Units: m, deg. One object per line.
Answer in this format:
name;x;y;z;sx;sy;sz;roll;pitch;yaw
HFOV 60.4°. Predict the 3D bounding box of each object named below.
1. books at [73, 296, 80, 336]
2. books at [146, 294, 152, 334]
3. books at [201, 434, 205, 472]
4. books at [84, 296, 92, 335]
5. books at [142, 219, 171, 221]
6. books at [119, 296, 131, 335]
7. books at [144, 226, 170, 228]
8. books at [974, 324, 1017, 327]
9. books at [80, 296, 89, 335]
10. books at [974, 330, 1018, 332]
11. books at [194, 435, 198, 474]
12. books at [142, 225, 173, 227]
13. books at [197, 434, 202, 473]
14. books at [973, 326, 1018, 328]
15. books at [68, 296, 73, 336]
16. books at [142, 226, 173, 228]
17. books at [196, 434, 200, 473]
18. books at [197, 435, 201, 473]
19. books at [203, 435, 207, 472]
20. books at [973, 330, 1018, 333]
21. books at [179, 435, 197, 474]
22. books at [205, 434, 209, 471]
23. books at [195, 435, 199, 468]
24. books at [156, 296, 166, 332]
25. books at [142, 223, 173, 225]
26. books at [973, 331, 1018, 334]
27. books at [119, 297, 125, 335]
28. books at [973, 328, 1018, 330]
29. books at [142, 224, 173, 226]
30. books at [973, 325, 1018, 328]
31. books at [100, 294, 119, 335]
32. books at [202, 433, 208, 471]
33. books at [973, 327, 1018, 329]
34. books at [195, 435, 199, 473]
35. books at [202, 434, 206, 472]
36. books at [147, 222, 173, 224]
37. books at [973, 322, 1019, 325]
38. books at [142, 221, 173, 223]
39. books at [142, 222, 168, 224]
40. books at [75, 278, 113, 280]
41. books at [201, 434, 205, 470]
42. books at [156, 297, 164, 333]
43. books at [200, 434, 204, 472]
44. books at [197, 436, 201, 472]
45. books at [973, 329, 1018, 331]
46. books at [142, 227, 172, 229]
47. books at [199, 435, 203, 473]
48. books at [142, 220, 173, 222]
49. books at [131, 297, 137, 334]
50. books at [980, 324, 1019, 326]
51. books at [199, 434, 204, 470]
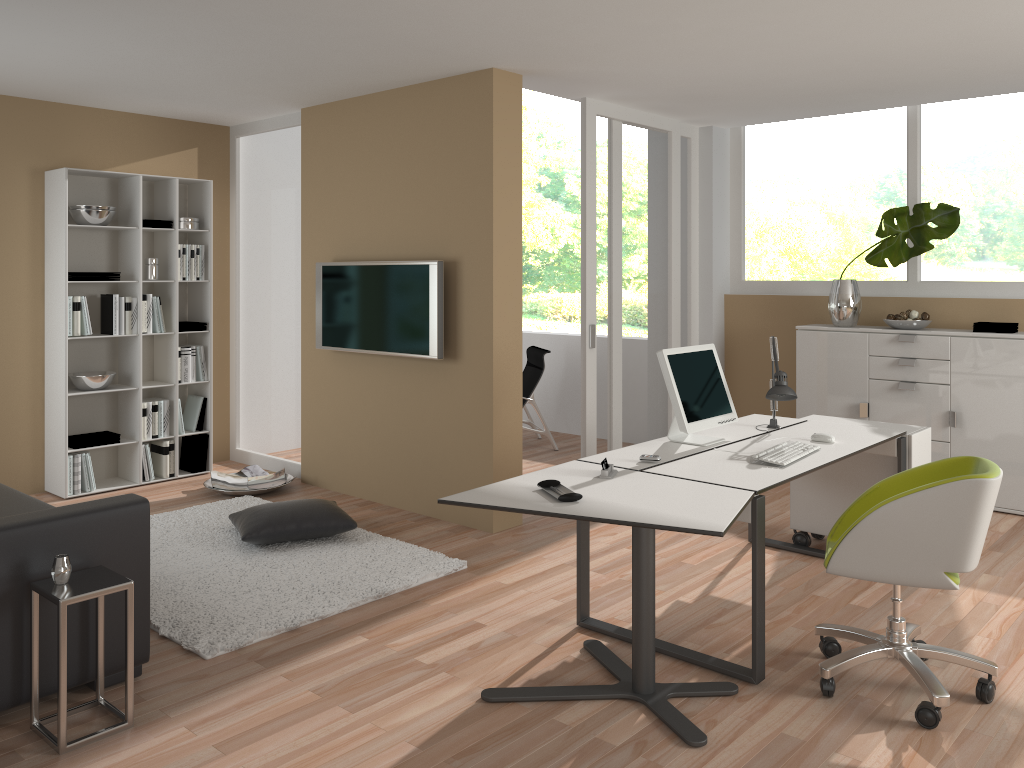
books;-2.916;-0.453;5.826;0.208;0.258;0.040;2;2;42
books;-2.601;-0.499;6.210;0.208;0.275;0.040;2;2;42
books;-2.329;0.497;6.489;0.214;0.270;0.032;2;2;42
books;-2.878;-0.461;5.889;0.208;0.257;0.058;3;2;42
books;-2.590;-1.158;6.255;0.298;0.006;0.211;5;9;36
books;-2.692;-0.475;6.082;0.208;0.258;0.040;2;2;42
books;-2.593;-1.109;6.258;0.298;0.006;0.211;5;9;36
books;3.062;-0.374;5.572;0.223;0.008;0.158;6;9;41
books;-2.886;-0.458;5.864;0.208;0.259;0.060;3;2;42
books;3.060;-0.341;5.571;0.223;0.006;0.158;6;9;41
books;-2.365;0.504;6.441;0.212;0.269;0.032;2;2;42
books;-2.595;-1.121;6.259;0.298;0.007;0.211;5;9;35
books;-2.344;0.499;6.466;0.219;0.274;0.032;2;2;42
books;3.060;-0.363;5.570;0.223;0.006;0.158;7;10;43
books;-2.952;-0.449;5.795;0.208;0.258;0.040;3;2;42
books;-2.593;-1.115;6.258;0.298;0.006;0.211;5;9;36
books;-2.354;0.501;6.453;0.217;0.272;0.032;2;2;42
books;-2.348;0.502;6.462;0.211;0.268;0.032;2;2;42
books;-2.318;0.497;6.495;0.211;0.268;0.032;2;2;42
books;3.060;-0.335;5.571;0.223;0.006;0.158;6;9;41
books;-2.370;0.505;6.438;0.211;0.268;0.032;2;2;42
books;-2.307;0.496;6.508;0.211;0.268;0.032;2;2;42
books;-2.365;0.501;6.448;0.214;0.270;0.032;2;2;42
books;-2.546;-0.499;6.284;0.208;0.257;0.058;3;2;42
books;-2.592;-1.131;6.257;0.298;0.006;0.211;5;9;36
books;3.059;-0.330;5.571;0.223;0.007;0.158;6;9;41
books;-2.724;-0.472;6.055;0.208;0.258;0.040;2;2;42
books;3.061;-0.352;5.570;0.223;0.006;0.158;6;9;41
books;-2.592;-1.126;6.257;0.298;0.006;0.211;5;9;36
books;3.062;-0.369;5.572;0.223;0.008;0.158;6;9;41
books;-2.752;-0.476;6.024;0.208;0.275;0.040;2;2;42
books;-2.315;0.497;6.499;0.211;0.268;0.032;2;2;42
books;3.061;-0.357;5.570;0.223;0.006;0.158;6;9;41
books;-2.362;0.501;6.452;0.214;0.270;0.032;2;2;42
books;-2.321;0.496;6.490;0.217;0.272;0.032;2;2;42
books;-2.591;-1.143;6.260;0.298;0.008;0.211;5;9;36
books;3.063;-0.384;5.569;0.223;0.006;0.158;6;9;41
books;-2.591;-1.148;6.260;0.298;0.008;0.211;5;9;36
books;-2.594;-1.137;6.256;0.298;0.006;0.211;5;9;38
books;-2.841;-0.709;5.943;0.211;0.006;0.298;6;9;41
books;-2.332;0.497;6.485;0.214;0.270;0.032;2;2;42
books;-2.546;-0.495;6.261;0.208;0.257;0.058;3;2;42
books;-2.332;0.500;6.478;0.212;0.269;0.032;2;2;42
books;-2.351;0.502;6.458;0.211;0.268;0.032;2;2;42
books;3.059;-0.347;5.572;0.223;0.007;0.158;6;9;40
books;-2.595;-1.104;6.257;0.298;0.007;0.211;5;9;36
books;-2.340;0.501;6.471;0.211;0.268;0.032;2;2;42
books;-2.591;-1.153;6.255;0.298;0.007;0.211;5;9;36
books;-2.670;-0.476;6.118;0.208;0.251;0.040;3;2;42
books;3.062;-0.379;5.568;0.223;0.007;0.158;6;9;41
books;-2.337;0.500;6.475;0.211;0.268;0.032;2;2;42
